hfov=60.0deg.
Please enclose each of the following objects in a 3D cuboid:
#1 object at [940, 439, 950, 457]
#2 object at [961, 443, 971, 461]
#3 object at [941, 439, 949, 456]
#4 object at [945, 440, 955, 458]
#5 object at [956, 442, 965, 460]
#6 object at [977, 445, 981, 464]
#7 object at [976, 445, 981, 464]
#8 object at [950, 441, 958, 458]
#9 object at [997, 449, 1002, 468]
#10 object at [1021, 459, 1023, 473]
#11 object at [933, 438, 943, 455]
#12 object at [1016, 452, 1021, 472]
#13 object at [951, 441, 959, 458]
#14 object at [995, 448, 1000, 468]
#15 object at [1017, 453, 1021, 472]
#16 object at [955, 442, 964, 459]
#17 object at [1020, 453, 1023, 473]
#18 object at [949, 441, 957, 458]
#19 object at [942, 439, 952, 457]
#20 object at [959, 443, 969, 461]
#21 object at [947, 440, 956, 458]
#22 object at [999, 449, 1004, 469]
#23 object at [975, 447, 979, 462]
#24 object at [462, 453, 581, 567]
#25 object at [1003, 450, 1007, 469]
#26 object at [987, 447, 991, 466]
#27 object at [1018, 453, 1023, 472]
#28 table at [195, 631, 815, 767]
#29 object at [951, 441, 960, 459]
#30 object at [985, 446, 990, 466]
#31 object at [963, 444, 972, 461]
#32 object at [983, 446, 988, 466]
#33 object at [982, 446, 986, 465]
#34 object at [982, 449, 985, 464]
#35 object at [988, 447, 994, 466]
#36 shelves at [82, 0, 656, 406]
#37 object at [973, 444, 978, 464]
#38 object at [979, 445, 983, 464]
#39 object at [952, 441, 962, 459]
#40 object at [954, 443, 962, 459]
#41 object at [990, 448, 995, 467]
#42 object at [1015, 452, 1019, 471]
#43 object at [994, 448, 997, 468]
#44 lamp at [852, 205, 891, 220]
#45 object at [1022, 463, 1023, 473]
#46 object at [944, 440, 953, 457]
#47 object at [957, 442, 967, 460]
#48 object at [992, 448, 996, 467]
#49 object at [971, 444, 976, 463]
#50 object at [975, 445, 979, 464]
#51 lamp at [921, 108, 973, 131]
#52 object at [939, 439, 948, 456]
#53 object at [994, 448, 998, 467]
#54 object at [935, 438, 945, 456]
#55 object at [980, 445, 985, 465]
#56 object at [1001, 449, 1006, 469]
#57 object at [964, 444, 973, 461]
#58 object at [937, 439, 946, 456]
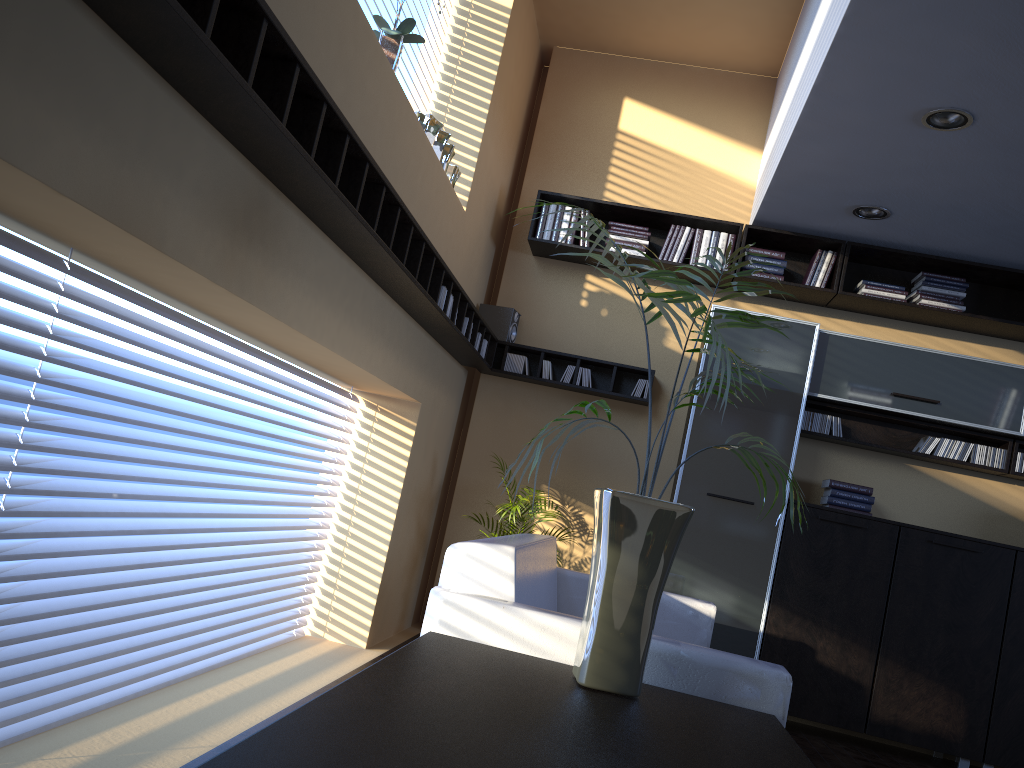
[{"bbox_3d":[2.663,0.403,5.506,0.040,0.118,0.143,11,-6,9],"label":"object"},{"bbox_3d":[2.781,0.426,5.487,0.040,0.118,0.142,11,-6,8],"label":"object"},{"bbox_3d":[2.664,0.403,5.504,0.036,0.115,0.140,11,-6,9],"label":"object"},{"bbox_3d":[2.692,0.408,5.499,0.040,0.118,0.143,11,-6,9],"label":"object"},{"bbox_3d":[2.752,0.421,5.495,0.040,0.118,0.142,11,-6,8],"label":"object"},{"bbox_3d":[2.856,0.441,5.478,0.006,0.118,0.140,11,-6,9],"label":"object"},{"bbox_3d":[2.856,0.441,5.481,0.009,0.120,0.142,11,-6,9],"label":"object"},{"bbox_3d":[2.712,0.412,5.492,0.036,0.115,0.140,12,-6,8],"label":"object"},{"bbox_3d":[2.972,0.463,5.455,0.009,0.120,0.143,11,-6,9],"label":"object"},{"bbox_3d":[3.107,0.491,5.437,0.009,0.120,0.142,12,-6,8],"label":"object"},{"bbox_3d":[2.624,0.394,5.507,0.040,0.118,0.142,12,-6,8],"label":"object"},{"bbox_3d":[3.078,0.485,5.440,0.009,0.120,0.142,12,-6,9],"label":"object"},{"bbox_3d":[2.722,0.414,5.495,0.040,0.118,0.142,11,-6,9],"label":"object"},{"bbox_3d":[2.962,0.461,5.456,0.009,0.120,0.142,12,-6,9],"label":"object"},{"bbox_3d":[3.078,0.484,5.438,0.006,0.118,0.140,12,-6,8],"label":"object"},{"bbox_3d":[2.741,0.417,5.488,0.036,0.115,0.140,11,-6,8],"label":"object"},{"bbox_3d":[3.097,0.489,5.438,0.009,0.120,0.143,11,-6,9],"label":"object"},{"bbox_3d":[2.712,0.412,5.498,0.040,0.118,0.142,11,-6,8],"label":"object"},{"bbox_3d":[2.672,0.404,5.498,0.040,0.118,0.142,11,-6,8],"label":"object"},{"bbox_3d":[2.771,0.424,5.489,0.040,0.118,0.142,12,-6,8],"label":"object"},{"bbox_3d":[2.703,0.410,5.500,0.040,0.118,0.143,11,-6,9],"label":"object"},{"bbox_3d":[2.982,0.466,5.458,0.009,0.120,0.142,12,-6,9],"label":"object"},{"bbox_3d":[2.845,0.439,5.478,0.009,0.120,0.143,11,-6,9],"label":"object"},{"bbox_3d":[0.018,1.076,5.386,0.688,1.237,0.844,7,-8,42],"label":"object"},{"bbox_3d":[3.001,0.469,5.449,0.009,0.120,0.142,12,-6,8],"label":"object"},{"bbox_3d":[2.914,0.453,5.472,0.009,0.120,0.142,11,-6,9],"label":"object"},{"bbox_3d":[3.087,0.486,5.435,0.009,0.120,0.142,11,-6,9],"label":"object"},{"bbox_3d":[0.040,0.888,1.311,0.897,0.601,1.901,11,-7,9],"label":"table"},{"bbox_3d":[2.722,0.414,5.493,0.036,0.115,0.140,11,-6,9],"label":"object"},{"bbox_3d":[2.903,0.449,5.462,0.009,0.120,0.142,11,-6,9],"label":"object"},{"bbox_3d":[2.790,0.427,5.481,0.036,0.115,0.140,11,-6,9],"label":"object"},{"bbox_3d":[2.894,0.448,5.470,0.009,0.120,0.142,12,-6,9],"label":"object"},{"bbox_3d":[2.884,0.446,5.466,0.006,0.118,0.140,12,-6,8],"label":"object"},{"bbox_3d":[2.884,0.446,5.469,0.009,0.120,0.142,11,-6,9],"label":"object"},{"bbox_3d":[2.923,0.453,5.461,0.009,0.120,0.142,12,-6,8],"label":"object"},{"bbox_3d":[-0.084,-0.573,2.721,1.248,0.213,6.645,11,-7,9],"label":"shelves"},{"bbox_3d":[2.835,0.436,5.474,0.009,0.120,0.142,11,-6,9],"label":"object"},{"bbox_3d":[2.865,0.442,5.472,0.006,0.118,0.140,12,-6,9],"label":"object"},{"bbox_3d":[2.731,0.415,5.488,0.040,0.118,0.143,11,-6,9],"label":"object"},{"bbox_3d":[2.741,0.418,5.493,0.040,0.118,0.143,11,-6,9],"label":"object"},{"bbox_3d":[2.933,0.456,5.461,0.009,0.120,0.142,12,-6,8],"label":"object"},{"bbox_3d":[3.068,0.482,5.437,0.006,0.118,0.140,12,-6,9],"label":"object"},{"bbox_3d":[2.954,0.461,5.468,0.009,0.120,0.142,12,-6,9],"label":"object"},{"bbox_3d":[2.080,-1.030,5.112,0.209,0.096,0.209,9,-8,26],"label":"lamp"},{"bbox_3d":[3.108,0.491,5.436,0.006,0.118,0.140,12,-6,9],"label":"object"},{"bbox_3d":[2.683,0.407,5.502,0.036,0.115,0.140,12,-6,8],"label":"object"},{"bbox_3d":[2.761,0.421,5.486,0.040,0.118,0.142,11,-6,9],"label":"object"},{"bbox_3d":[2.943,0.458,5.465,0.009,0.120,0.142,11,-6,9],"label":"object"},{"bbox_3d":[2.825,0.434,5.478,0.009,0.120,0.142,11,-6,9],"label":"object"},{"bbox_3d":[2.845,0.438,5.474,0.006,0.118,0.140,11,-6,9],"label":"object"},{"bbox_3d":[1.933,-1.211,3.924,0.209,0.096,0.208,13,-7,-9],"label":"lamp"},{"bbox_3d":[2.654,0.400,5.503,0.036,0.115,0.140,11,-6,9],"label":"object"},{"bbox_3d":[2.953,0.460,5.463,0.006,0.118,0.140,12,-6,9],"label":"object"},{"bbox_3d":[2.634,0.396,5.505,0.040,0.118,0.143,11,-6,9],"label":"object"},{"bbox_3d":[2.874,0.443,5.466,0.009,0.120,0.142,12,-6,8],"label":"object"},{"bbox_3d":[2.991,0.467,5.449,0.009,0.120,0.142,11,-6,9],"label":"object"},{"bbox_3d":[2.800,0.429,5.482,0.040,0.118,0.142,11,-6,9],"label":"object"},{"bbox_3d":[2.644,0.399,5.507,0.036,0.115,0.140,11,-6,8],"label":"object"}]
